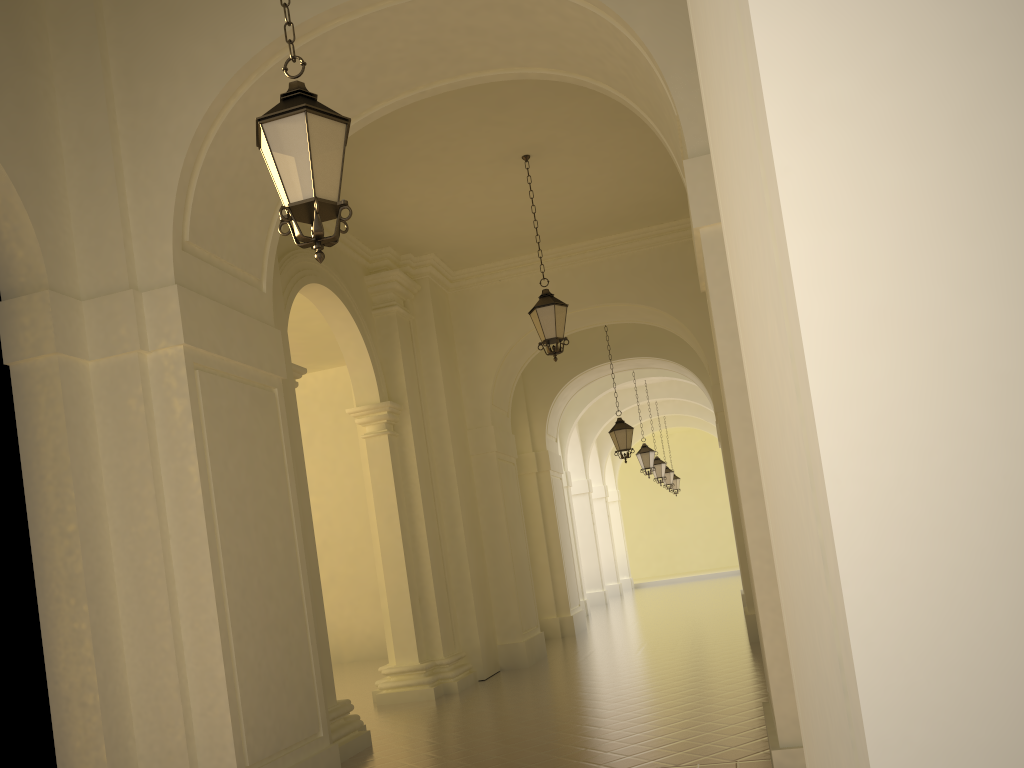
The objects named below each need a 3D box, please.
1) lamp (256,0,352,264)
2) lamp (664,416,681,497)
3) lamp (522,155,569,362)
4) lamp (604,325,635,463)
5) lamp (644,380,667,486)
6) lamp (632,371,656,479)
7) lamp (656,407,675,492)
[{"bbox_3d":[-1.158,-2.204,4.304,0.440,3.284,0.517,-7,-3,-17],"label":"lamp"},{"bbox_3d":[5.942,2.606,32.960,0.513,3.284,0.443,-9,-3,13],"label":"lamp"},{"bbox_3d":[0.349,-1.521,10.622,0.449,2.545,0.506,-11,-4,43],"label":"lamp"},{"bbox_3d":[1.955,-0.095,16.869,0.440,3.284,0.517,-7,-3,-17],"label":"lamp"},{"bbox_3d":[4.107,1.363,25.554,0.513,3.284,0.443,-9,-3,13],"label":"lamp"},{"bbox_3d":[3.170,0.728,21.771,0.513,3.284,0.443,-9,-3,13],"label":"lamp"},{"bbox_3d":[5.028,1.987,29.268,0.513,3.284,0.443,-9,-3,13],"label":"lamp"}]
